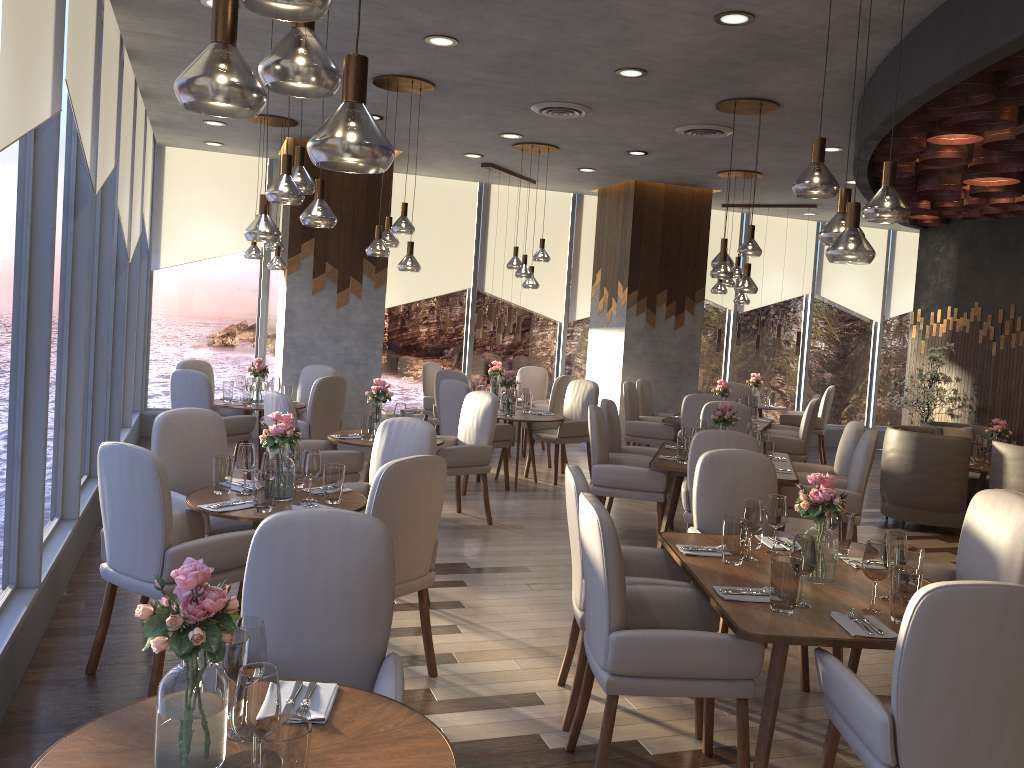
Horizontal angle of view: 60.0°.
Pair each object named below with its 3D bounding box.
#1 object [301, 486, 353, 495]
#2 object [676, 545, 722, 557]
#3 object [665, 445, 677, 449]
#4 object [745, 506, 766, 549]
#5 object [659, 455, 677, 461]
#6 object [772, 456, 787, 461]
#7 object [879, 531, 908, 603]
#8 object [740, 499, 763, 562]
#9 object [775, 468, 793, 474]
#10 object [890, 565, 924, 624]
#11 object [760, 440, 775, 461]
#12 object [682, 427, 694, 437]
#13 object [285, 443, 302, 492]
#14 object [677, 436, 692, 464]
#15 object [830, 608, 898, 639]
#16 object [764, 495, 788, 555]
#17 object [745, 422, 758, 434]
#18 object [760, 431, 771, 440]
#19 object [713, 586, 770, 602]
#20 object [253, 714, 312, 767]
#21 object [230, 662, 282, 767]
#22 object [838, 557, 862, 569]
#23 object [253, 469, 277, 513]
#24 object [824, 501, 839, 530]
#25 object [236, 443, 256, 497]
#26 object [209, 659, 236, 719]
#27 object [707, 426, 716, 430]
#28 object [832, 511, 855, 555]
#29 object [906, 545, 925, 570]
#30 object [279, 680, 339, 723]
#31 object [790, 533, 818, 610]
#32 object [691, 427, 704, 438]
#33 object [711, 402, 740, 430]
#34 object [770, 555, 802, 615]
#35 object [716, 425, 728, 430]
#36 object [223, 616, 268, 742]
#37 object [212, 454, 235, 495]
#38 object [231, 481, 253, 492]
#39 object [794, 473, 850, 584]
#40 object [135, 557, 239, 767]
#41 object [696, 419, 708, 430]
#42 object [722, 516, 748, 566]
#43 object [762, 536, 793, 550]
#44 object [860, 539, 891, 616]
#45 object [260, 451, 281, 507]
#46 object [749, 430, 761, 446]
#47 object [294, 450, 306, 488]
[{"bbox_3d":[-0.938,0.526,4.434,0.158,0.019,0.255,7,6,39],"label":"object"},{"bbox_3d":[0.824,0.693,3.708,0.255,0.019,0.158,3,4,-3],"label":"object"},{"bbox_3d":[1.304,0.486,6.799,0.255,0.019,0.157,5,4,14],"label":"object"},{"bbox_3d":[1.041,0.618,3.833,0.102,0.178,0.102,4,3,1],"label":"object"},{"bbox_3d":[1.163,0.520,6.244,0.255,0.019,0.157,5,4,14],"label":"object"},{"bbox_3d":[1.909,0.543,6.576,0.255,0.019,0.157,5,5,15],"label":"object"},{"bbox_3d":[1.369,0.656,3.183,0.092,0.244,0.092,6,4,40],"label":"object"},{"bbox_3d":[0.973,0.597,3.617,0.092,0.244,0.092,5,3,16],"label":"object"},{"bbox_3d":[1.774,0.577,6.019,0.255,0.019,0.157,5,5,15],"label":"object"},{"bbox_3d":[1.305,0.703,2.944,0.102,0.178,0.102,2,3,-25],"label":"object"},{"bbox_3d":[1.773,0.484,6.181,0.102,0.178,0.102,6,3,31],"label":"object"},{"bbox_3d":[1.320,0.420,6.630,0.102,0.178,0.102,5,3,30],"label":"object"},{"bbox_3d":[-1.090,0.408,4.382,0.092,0.244,0.092,2,3,-25],"label":"object"},{"bbox_3d":[1.178,0.454,6.074,0.102,0.178,0.102,5,3,30],"label":"object"},{"bbox_3d":[1.142,0.776,2.895,0.157,0.019,0.255,4,4,-1],"label":"object"},{"bbox_3d":[1.116,0.596,3.750,0.092,0.244,0.092,4,3,-3],"label":"object"},{"bbox_3d":[1.809,0.414,6.697,0.092,0.244,0.092,2,3,-33],"label":"object"},{"bbox_3d":[1.908,0.450,6.739,0.102,0.178,0.102,3,3,-19],"label":"object"},{"bbox_3d":[0.851,0.739,3.136,0.255,0.019,0.158,3,4,-3],"label":"object"},{"bbox_3d":[-0.414,0.700,1.583,0.102,0.178,0.102,1,4,-38],"label":"object"},{"bbox_3d":[-0.483,0.656,1.665,0.092,0.244,0.092,4,3,16],"label":"object"},{"bbox_3d":[1.468,0.738,3.671,0.255,0.019,0.158,4,4,-2],"label":"object"},{"bbox_3d":[-1.100,0.475,3.929,0.102,0.178,0.102,4,3,11],"label":"object"},{"bbox_3d":[1.336,0.610,3.755,0.092,0.244,0.092,4,3,1],"label":"object"},{"bbox_3d":[-1.270,0.408,4.226,0.092,0.244,0.092,6,3,36],"label":"object"},{"bbox_3d":[-0.646,0.653,1.991,0.102,0.178,0.102,3,3,-6],"label":"object"},{"bbox_3d":[1.549,0.418,6.857,0.102,0.178,0.102,5,3,28],"label":"object"},{"bbox_3d":[1.419,0.643,3.825,0.102,0.178,0.102,7,4,44],"label":"object"},{"bbox_3d":[1.452,0.689,3.253,0.102,0.178,0.102,4,3,14],"label":"object"},{"bbox_3d":[-0.495,0.738,2.051,0.157,0.019,0.255,4,4,-3],"label":"object"},{"bbox_3d":[1.000,0.643,3.045,0.092,0.244,0.092,2,3,-29],"label":"object"},{"bbox_3d":[1.281,0.425,6.116,0.092,0.244,0.092,3,3,-6],"label":"object"},{"bbox_3d":[1.530,0.337,6.401,0.210,0.415,0.198,5,3,28],"label":"object"},{"bbox_3d":[0.914,0.675,2.976,0.102,0.178,0.102,4,3,3],"label":"object"},{"bbox_3d":[1.598,0.396,6.757,0.092,0.244,0.092,6,3,37],"label":"object"},{"bbox_3d":[-0.575,0.632,1.905,0.092,0.244,0.092,2,3,-28],"label":"object"},{"bbox_3d":[-1.381,0.433,4.232,0.102,0.178,0.102,2,3,-25],"label":"object"},{"bbox_3d":[-1.324,0.505,4.390,0.255,0.019,0.157,7,6,39],"label":"object"},{"bbox_3d":[1.178,0.545,3.400,0.210,0.415,0.198,3,3,-7],"label":"object"},{"bbox_3d":[-0.641,0.553,1.758,0.198,0.415,0.210,4,3,3],"label":"object"},{"bbox_3d":[1.422,0.391,6.671,0.092,0.244,0.092,6,3,33],"label":"object"},{"bbox_3d":[0.887,0.629,3.548,0.102,0.178,0.102,4,3,3],"label":"object"},{"bbox_3d":[1.189,0.702,3.901,0.157,0.019,0.255,3,4,-6],"label":"object"},{"bbox_3d":[1.241,0.659,3.029,0.092,0.244,0.092,4,3,2],"label":"object"},{"bbox_3d":[-1.101,0.434,4.037,0.092,0.244,0.092,2,3,-35],"label":"object"},{"bbox_3d":[1.673,0.448,6.140,0.092,0.244,0.092,2,3,-27],"label":"object"},{"bbox_3d":[-1.086,0.432,4.493,0.102,0.178,0.102,3,3,-14],"label":"object"}]
